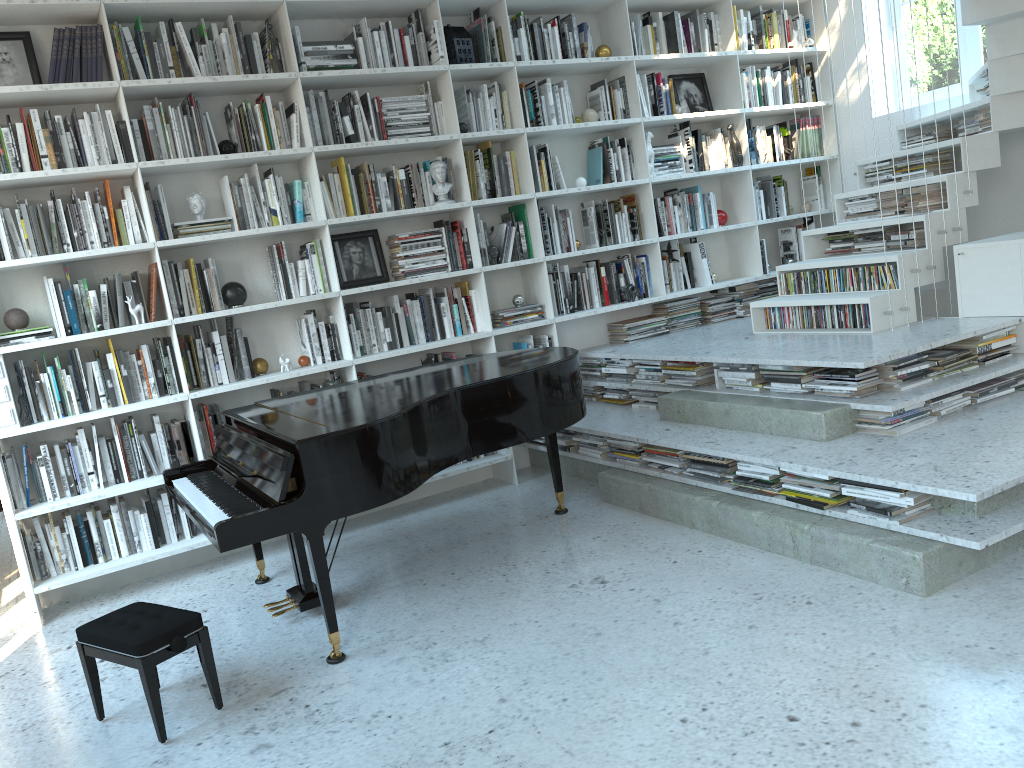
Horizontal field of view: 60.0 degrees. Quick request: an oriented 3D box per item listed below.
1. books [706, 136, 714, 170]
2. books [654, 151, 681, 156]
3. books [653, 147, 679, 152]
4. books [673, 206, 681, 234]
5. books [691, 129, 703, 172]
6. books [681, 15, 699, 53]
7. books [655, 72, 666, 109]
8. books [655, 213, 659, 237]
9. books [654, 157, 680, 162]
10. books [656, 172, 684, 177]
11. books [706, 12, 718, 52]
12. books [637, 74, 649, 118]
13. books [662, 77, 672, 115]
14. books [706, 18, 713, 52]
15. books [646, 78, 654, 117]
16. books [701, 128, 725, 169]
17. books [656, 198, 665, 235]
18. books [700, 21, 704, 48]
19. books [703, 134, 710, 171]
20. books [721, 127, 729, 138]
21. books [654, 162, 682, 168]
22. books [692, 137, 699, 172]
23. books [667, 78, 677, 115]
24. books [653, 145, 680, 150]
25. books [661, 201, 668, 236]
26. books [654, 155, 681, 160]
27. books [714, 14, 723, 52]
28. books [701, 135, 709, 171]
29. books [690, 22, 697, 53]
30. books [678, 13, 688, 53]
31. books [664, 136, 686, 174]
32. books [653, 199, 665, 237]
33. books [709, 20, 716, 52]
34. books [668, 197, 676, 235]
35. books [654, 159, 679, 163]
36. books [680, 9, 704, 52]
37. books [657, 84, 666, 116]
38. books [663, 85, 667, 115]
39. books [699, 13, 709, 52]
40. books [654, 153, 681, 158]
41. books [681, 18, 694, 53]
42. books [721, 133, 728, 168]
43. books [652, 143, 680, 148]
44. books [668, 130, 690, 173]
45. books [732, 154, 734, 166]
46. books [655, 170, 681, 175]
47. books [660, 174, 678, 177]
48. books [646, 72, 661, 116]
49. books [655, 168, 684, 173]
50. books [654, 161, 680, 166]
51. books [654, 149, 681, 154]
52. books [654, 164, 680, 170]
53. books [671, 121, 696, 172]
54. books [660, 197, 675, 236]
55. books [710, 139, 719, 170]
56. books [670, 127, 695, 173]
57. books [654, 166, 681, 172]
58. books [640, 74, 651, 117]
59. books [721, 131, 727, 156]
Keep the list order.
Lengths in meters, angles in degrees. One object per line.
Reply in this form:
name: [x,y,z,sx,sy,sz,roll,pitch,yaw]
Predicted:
books: [1.293,-1.538,5.981,0.028,0.235,0.129,-14,10,-27]
books: [0.940,-1.485,5.771,0.284,0.012,0.159,-14,10,-32]
books: [0.933,-1.509,5.773,0.254,0.012,0.160,-13,9,-25]
books: [1.034,-1.071,5.839,0.027,0.182,0.186,-14,10,-27]
books: [1.200,-1.536,5.904,0.059,0.282,0.167,-14,10,-27]
books: [1.155,-2.263,5.832,0.023,0.264,0.156,-14,10,-27]
books: [0.922,-1.845,5.732,0.014,0.285,0.175,-14,10,-27]
books: [0.885,-1.038,5.768,0.022,0.184,0.162,-14,10,-27]
books: [0.946,-1.450,5.777,0.254,0.012,0.160,-13,9,-22]
books: [0.958,-1.354,5.792,0.285,0.012,0.159,-13,9,-23]
books: [1.302,-2.308,5.910,0.026,0.284,0.147,-14,10,-27]
books: [0.793,-1.817,5.674,0.065,0.289,0.145,-14,10,-27]
books: [0.966,-1.840,5.760,0.021,0.254,0.166,-14,10,-27]
books: [1.253,-2.274,5.880,0.030,0.241,0.162,-14,10,-27]
books: [0.847,-1.823,5.722,0.043,0.269,0.131,-14,10,-27]
books: [1.348,-1.565,5.973,0.021,0.271,0.191,-14,10,-27]
books: [0.930,-1.082,5.799,0.024,0.247,0.143,-14,10,-27]
books: [1.203,-2.266,5.855,0.011,0.249,0.151,-14,10,-27]
books: [1.266,-1.539,5.967,0.031,0.250,0.133,-14,10,-27]
books: [1.453,-1.601,6.065,0.029,0.284,0.138,-14,10,-27]
books: [0.947,-1.414,5.787,0.284,0.012,0.159,-14,9,-29]
books: [1.155,-1.501,5.878,0.030,0.237,0.179,-14,10,-27]
books: [0.992,-1.840,5.763,0.026,0.244,0.177,-14,10,-27]
books: [0.931,-1.520,5.771,0.284,0.012,0.159,-14,9,-29]
books: [0.953,-1.073,5.798,0.011,0.223,0.162,-14,10,-27]
books: [0.942,-1.462,5.778,0.284,0.012,0.159,-14,9,-30]
books: [1.329,-2.305,5.923,0.031,0.266,0.169,-14,10,-27]
books: [1.248,-1.528,5.938,0.031,0.243,0.147,-14,10,-27]
books: [1.139,-2.234,5.816,0.031,0.218,0.165,-14,10,-27]
books: [1.069,-2.253,5.795,0.048,0.283,0.162,-14,10,-27]
books: [1.075,-1.493,5.845,0.012,0.254,0.160,-14,10,-27]
books: [0.905,-1.072,5.773,0.047,0.244,0.177,-14,10,-27]
books: [1.284,-2.279,5.907,0.022,0.234,0.158,-14,10,-27]
books: [1.000,-1.094,5.833,0.026,0.239,0.177,-14,10,-27]
books: [0.941,-1.438,5.787,0.253,0.012,0.160,-13,9,-27]
books: [1.178,-2.282,5.828,0.022,0.295,0.180,-14,10,-27]
books: [0.921,-1.803,5.721,0.013,0.207,0.189,-14,10,-27]
books: [0.946,-1.815,5.751,0.033,0.213,0.152,-14,10,-27]
books: [1.226,-2.282,5.856,0.036,0.272,0.177,-14,10,-27]
books: [0.939,-1.473,5.779,0.285,0.012,0.159,-13,9,-25]
books: [1.110,-2.237,5.792,0.014,0.240,0.189,-14,10,-27]
books: [1.377,-1.556,5.992,0.041,0.239,0.176,-14,10,-27]
books: [0.929,-1.532,5.769,0.285,0.012,0.159,-13,9,-25]
books: [1.106,-1.517,5.872,0.012,0.285,0.159,-14,10,-27]
books: [1.450,-1.543,6.035,0.027,0.179,0.166,-14,10,-27]
books: [0.955,-1.366,5.790,0.253,0.012,0.161,-14,10,-31]
books: [0.961,-1.342,5.791,0.284,0.012,0.159,-14,10,-32]
books: [0.881,-1.836,5.712,0.012,0.288,0.176,-14,10,-27]
books: [0.955,-1.377,5.786,0.285,0.012,0.159,-13,9,-22]
books: [0.948,-1.425,5.779,0.253,0.012,0.161,-14,10,-32]
books: [0.935,-1.497,5.775,0.285,0.012,0.159,-13,9,-25]
books: [0.948,-1.402,5.788,0.254,0.012,0.160,-13,9,-25]
books: [1.134,-1.547,5.854,0.010,0.340,0.180,-14,10,-27]
books: [0.977,-1.089,5.803,0.045,0.246,0.185,-14,10,-27]
books: [1.321,-1.533,5.988,0.025,0.213,0.155,-14,10,-27]
books: [1.127,-1.526,5.853,0.011,0.300,0.184,-14,10,-27]
books: [0.952,-1.389,5.786,0.254,0.012,0.160,-13,9,-23]
books: [0.827,-1.824,5.699,0.012,0.285,0.159,-14,10,-27]
books: [1.396,-1.571,6.018,0.024,0.255,0.145,-14,10,-27]
